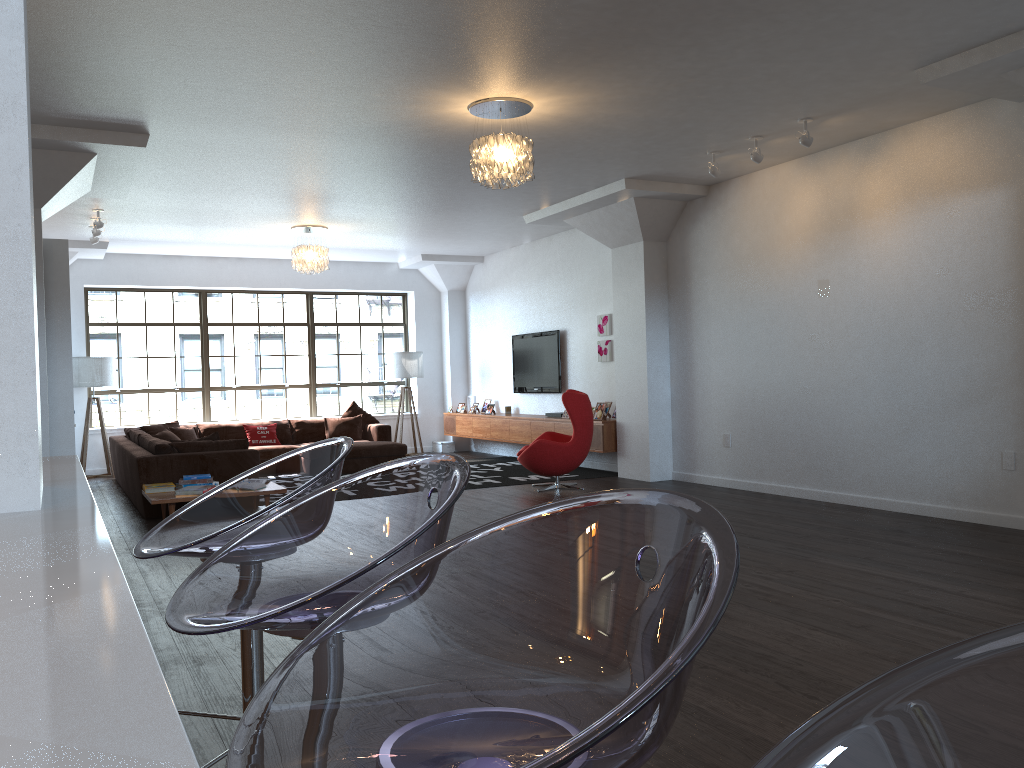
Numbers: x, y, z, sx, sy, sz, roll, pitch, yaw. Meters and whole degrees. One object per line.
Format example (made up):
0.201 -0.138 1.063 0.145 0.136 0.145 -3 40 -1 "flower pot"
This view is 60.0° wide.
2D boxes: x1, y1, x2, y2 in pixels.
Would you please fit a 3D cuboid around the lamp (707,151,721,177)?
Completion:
1.707 -1.854 7.492 0.111 0.211 0.120 -2 0 7 "lamp"

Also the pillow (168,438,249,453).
-2.835 0.694 8.304 0.750 0.364 0.289 -2 0 -28 "pillow"

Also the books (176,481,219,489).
-2.759 0.883 7.771 0.312 0.037 0.216 -2 1 -37 "books"

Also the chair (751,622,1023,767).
0.295 0.626 0.329 0.481 1.014 0.530 -2 0 -25 "chair"

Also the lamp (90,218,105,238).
-4.476 -1.683 9.554 0.111 0.211 0.120 -2 0 22 "lamp"

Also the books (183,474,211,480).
-2.762 0.816 7.773 0.224 0.027 0.157 -2 0 -22 "books"

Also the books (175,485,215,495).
-2.637 0.883 7.382 0.236 0.035 0.340 -2 0 -2 "books"

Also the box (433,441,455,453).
-1.076 0.992 13.991 0.228 0.165 0.368 -2 0 -27 "box"

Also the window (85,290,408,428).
-3.760 -0.414 13.236 4.648 1.905 0.114 -2 0 -27 "window"

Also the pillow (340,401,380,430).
-2.215 0.525 12.459 0.335 0.587 0.651 -1 1 42 "pillow"

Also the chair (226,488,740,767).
-0.021 0.632 0.877 0.481 1.014 0.530 -2 0 -29 "chair"

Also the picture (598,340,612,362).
1.104 -0.392 10.565 0.030 0.250 0.250 -2 0 -27 "picture"

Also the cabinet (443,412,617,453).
0.173 0.601 11.957 0.459 0.350 4.501 -2 0 -27 "cabinet"

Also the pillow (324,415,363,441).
-2.320 0.613 12.218 0.542 0.362 0.248 -2 0 -7 "pillow"

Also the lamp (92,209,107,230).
-4.243 -1.686 9.105 0.111 0.211 0.120 -2 0 7 "lamp"

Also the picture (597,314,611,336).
1.094 -0.699 10.563 0.030 0.250 0.250 -2 0 -27 "picture"

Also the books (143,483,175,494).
-3.014 0.888 7.572 0.241 0.045 0.334 -2 0 -26 "books"

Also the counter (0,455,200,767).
0.293 0.703 0.690 8.182 0.860 3.039 -1 1 33 "counter"

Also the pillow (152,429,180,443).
-3.744 0.691 9.741 0.325 0.391 0.625 -2 0 -11 "pillow"

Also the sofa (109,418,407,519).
-2.683 0.818 10.354 3.481 0.664 4.197 -2 0 -27 "sofa"

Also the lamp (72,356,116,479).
-5.484 0.436 11.649 0.545 1.579 0.545 -2 1 -38 "lamp"

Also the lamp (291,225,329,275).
-2.400 -1.582 10.544 0.441 0.539 0.442 -2 0 15 "lamp"

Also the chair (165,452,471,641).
-0.299 0.636 1.451 0.481 1.014 0.530 -2 0 -29 "chair"

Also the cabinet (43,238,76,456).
-4.917 0.019 9.323 0.461 2.414 4.500 -2 0 -27 "cabinet"

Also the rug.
-1.235 1.103 10.528 4.200 0.007 3.100 -2 0 -26 "rug"

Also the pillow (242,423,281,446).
-3.335 0.681 11.827 0.465 0.308 0.220 -2 1 -31 "pillow"

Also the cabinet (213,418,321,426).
-3.469 0.844 12.764 1.520 0.625 0.350 -2 0 -27 "cabinet"

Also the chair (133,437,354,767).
-0.589 0.641 2.011 0.481 1.014 0.530 -2 0 -25 "chair"

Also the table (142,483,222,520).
-2.527 1.032 7.576 1.100 0.271 0.853 -2 0 -27 "table"

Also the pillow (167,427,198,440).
-4.166 0.695 11.236 0.238 0.337 0.489 -1 1 32 "pillow"

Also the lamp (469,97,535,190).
-0.071 -1.618 6.050 0.441 0.539 0.442 -2 0 15 "lamp"

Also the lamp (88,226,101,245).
-4.714 -1.679 10.015 0.111 0.211 0.120 -1 1 37 "lamp"

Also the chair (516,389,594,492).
0.440 0.563 9.124 0.801 1.006 0.798 -2 0 -2 "chair"

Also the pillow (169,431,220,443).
-2.992 0.655 8.522 0.559 0.411 0.269 -2 0 19 "pillow"

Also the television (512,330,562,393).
0.317 -0.283 11.965 0.013 0.816 1.324 -2 0 -28 "television"

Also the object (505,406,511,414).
-0.053 0.373 12.628 0.089 0.110 0.089 -2 0 18 "object"

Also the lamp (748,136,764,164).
1.940 -1.858 7.042 0.111 0.211 0.120 -2 0 22 "lamp"

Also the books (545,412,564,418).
0.629 0.395 11.250 0.250 0.053 0.400 -2 0 -27 "books"

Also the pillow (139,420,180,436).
-4.381 0.683 11.234 0.334 0.418 0.580 -1 1 36 "pillow"

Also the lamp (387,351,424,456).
-1.609 0.304 13.541 0.545 1.579 0.545 -2 0 -16 "lamp"

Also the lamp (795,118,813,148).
2.178 -1.862 6.582 0.111 0.211 0.120 -1 1 37 "lamp"

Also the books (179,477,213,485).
-2.766 0.847 7.772 0.279 0.035 0.191 -2 0 -17 "books"
